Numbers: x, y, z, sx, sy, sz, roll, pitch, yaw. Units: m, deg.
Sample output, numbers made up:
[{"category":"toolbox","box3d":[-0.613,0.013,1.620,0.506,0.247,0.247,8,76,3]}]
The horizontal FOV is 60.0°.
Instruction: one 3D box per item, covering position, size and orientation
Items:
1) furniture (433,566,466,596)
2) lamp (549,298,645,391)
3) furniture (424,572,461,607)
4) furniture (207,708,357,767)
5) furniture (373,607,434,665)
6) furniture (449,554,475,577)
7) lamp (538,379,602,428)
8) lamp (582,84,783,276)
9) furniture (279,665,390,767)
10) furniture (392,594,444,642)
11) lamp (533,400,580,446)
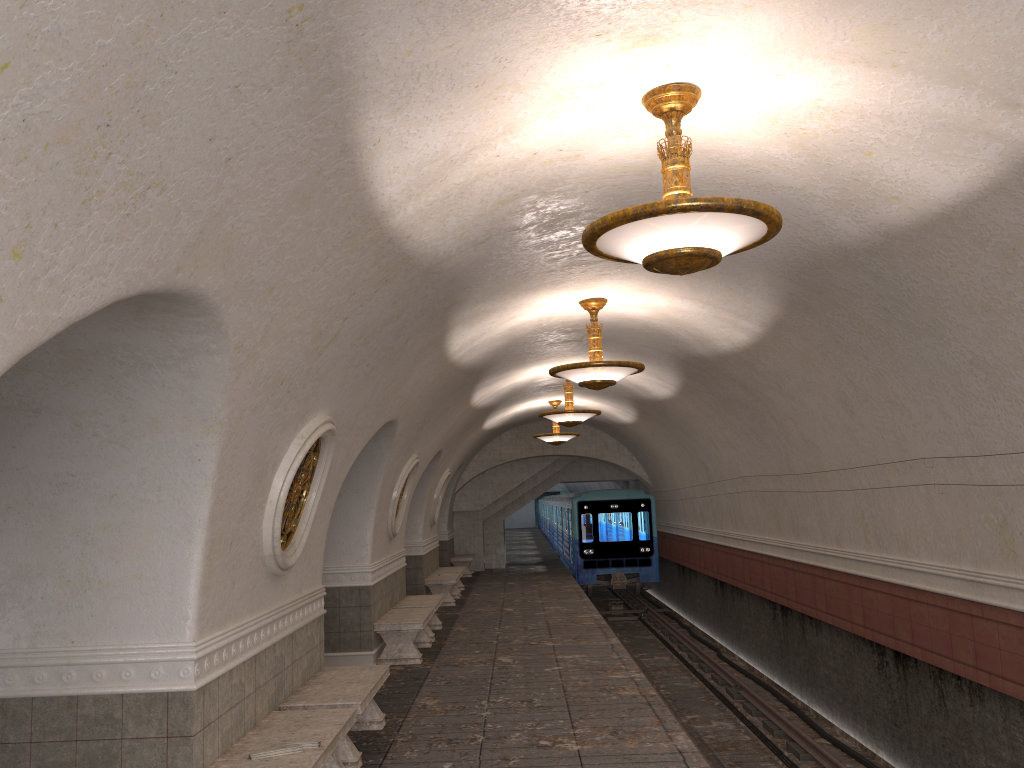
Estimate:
[{"category":"furniture","box3d":[-1.337,4.263,19.162,0.613,0.508,1.509,-2,-7,0]},{"category":"lamp","box3d":[0.880,-0.403,9.367,1.008,0.955,1.008,-4,-8,16]},{"category":"furniture","box3d":[-1.347,4.046,17.494,0.613,0.508,1.509,-2,-7,0]},{"category":"furniture","box3d":[-1.420,2.499,5.611,0.613,0.508,1.509,-2,-7,0]},{"category":"furniture","box3d":[-1.383,3.276,11.582,0.613,0.508,1.509,-2,-7,0]},{"category":"furniture","box3d":[-1.309,4.860,23.744,0.613,0.508,1.509,-2,-7,0]},{"category":"lamp","box3d":[0.910,0.220,14.154,1.008,0.955,1.008,-4,-8,16]},{"category":"lamp","box3d":[0.851,-1.027,4.577,1.008,0.955,1.008,0,-8,-16]},{"category":"furniture","box3d":[-1.410,2.716,7.279,0.613,0.508,1.509,-2,-7,0]},{"category":"furniture","box3d":[-1.373,3.494,13.249,0.613,0.508,1.509,-2,-7,0]},{"category":"lamp","box3d":[0.939,0.843,18.944,1.008,0.955,1.008,5,-10,-44]}]
